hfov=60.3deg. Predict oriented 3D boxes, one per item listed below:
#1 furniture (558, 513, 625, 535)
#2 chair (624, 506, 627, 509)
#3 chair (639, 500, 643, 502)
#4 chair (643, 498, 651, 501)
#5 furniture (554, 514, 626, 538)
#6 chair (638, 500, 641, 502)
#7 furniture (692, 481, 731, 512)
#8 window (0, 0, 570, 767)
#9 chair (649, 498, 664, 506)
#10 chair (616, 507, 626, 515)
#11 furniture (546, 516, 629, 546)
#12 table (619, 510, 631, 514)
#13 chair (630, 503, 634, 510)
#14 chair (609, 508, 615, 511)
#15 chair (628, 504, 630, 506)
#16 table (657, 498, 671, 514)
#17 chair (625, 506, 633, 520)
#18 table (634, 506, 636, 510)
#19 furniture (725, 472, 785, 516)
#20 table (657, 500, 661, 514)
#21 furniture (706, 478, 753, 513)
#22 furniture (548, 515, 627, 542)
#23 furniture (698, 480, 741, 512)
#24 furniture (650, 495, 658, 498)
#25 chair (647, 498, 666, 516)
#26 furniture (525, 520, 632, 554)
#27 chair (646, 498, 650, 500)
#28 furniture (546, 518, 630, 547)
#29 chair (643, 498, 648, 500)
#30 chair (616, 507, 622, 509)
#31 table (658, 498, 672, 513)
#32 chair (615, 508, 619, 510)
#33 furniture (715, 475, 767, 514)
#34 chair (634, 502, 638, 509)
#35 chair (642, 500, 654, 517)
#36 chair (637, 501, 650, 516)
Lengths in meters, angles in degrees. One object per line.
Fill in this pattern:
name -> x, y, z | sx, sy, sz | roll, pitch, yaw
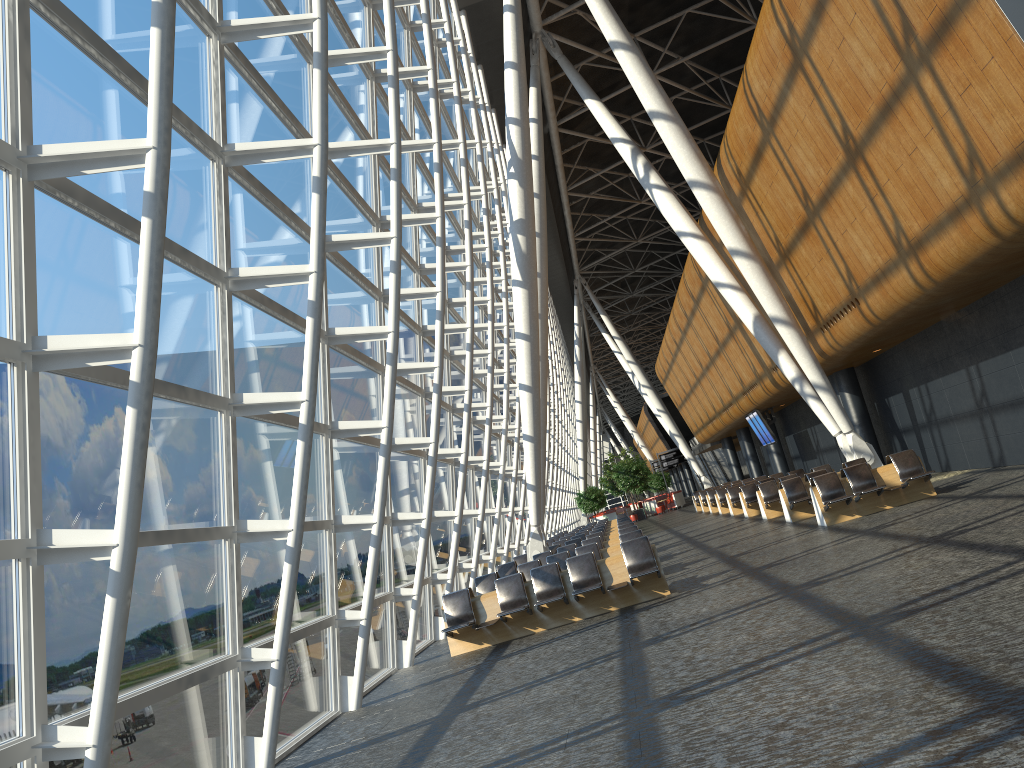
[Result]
furniture -> 3.708, 6.665, 39.673 | 3.261, 0.862, 1.671 | -18, -8, 6
chair -> 7.613, 8.816, 59.788 | 0.671, 1.003, 0.618 | -20, -6, 30
chair -> 9.503, 8.681, 62.338 | 0.634, 1.003, 0.654 | -21, -7, 40
chair -> 9.531, 8.291, 60.084 | 0.653, 1.003, 0.635 | -12, -7, -40
furniture -> 3.361, 6.265, 36.694 | 3.261, 0.862, 1.671 | -18, -8, 6
chair -> 10.208, 9.471, 68.266 | 0.619, 1.003, 0.670 | -16, -5, -10
furniture -> 9.035, 5.011, 39.330 | 1.902, 0.862, 1.671 | -17, -8, 5
window -> 5.647, 5.925, 79.597 | 3.730, 13.920, 167.411 | -17, -9, 4
chair -> 8.843, 7.425, 53.740 | 0.615, 1.003, 0.674 | -13, -7, -40
chair -> 6.563, 8.102, 53.701 | 0.632, 1.003, 0.656 | -20, -6, 30
furniture -> 2.669, 5.466, 30.736 | 3.261, 0.862, 1.671 | -18, -8, 6
table -> 6.618, 7.813, 51.288 | 0.791, 0.744, 0.814 | -14, -7, -24
chair -> 9.528, 9.528, 67.397 | 0.657, 1.003, 0.631 | -16, -5, -10
chair -> 7.742, 10.188, 68.138 | 0.615, 1.003, 0.674 | -14, -6, -30
chair -> 9.288, 10.216, 71.044 | 0.657, 1.003, 0.631 | -16, -5, -10
table -> 8.977, 7.162, 51.616 | 0.808, 0.744, 0.797 | -19, -7, 21
chair -> 6.748, 7.817, 52.345 | 0.671, 1.003, 0.618 | -20, -6, 30
table -> 9.312, 9.552, 66.357 | 0.795, 0.744, 0.810 | -16, -7, -9
furniture -> 7.650, 3.413, 27.415 | 1.902, 0.862, 1.671 | -17, -8, 5
table -> 9.148, 7.774, 55.538 | 0.808, 0.744, 0.797 | -19, -7, 21
furniture -> 8.343, 4.212, 33.373 | 1.902, 0.862, 1.671 | -17, -8, 5
furniture -> 3.015, 5.865, 33.715 | 3.261, 0.862, 1.671 | -18, -8, 6
furniture -> 8.689, 4.612, 36.351 | 1.902, 0.862, 1.671 | -17, -8, 5
furniture -> 14.965, 11.854, 90.340 | 1.902, 0.862, 1.671 | -17, -8, 5
chair -> 8.666, 7.293, 52.641 | 0.653, 1.003, 0.635 | -12, -7, -40
furniture -> 1.976, 4.666, 24.779 | 3.261, 0.862, 1.671 | -18, -8, 6
chair -> 9.708, 8.424, 61.182 | 0.615, 1.003, 0.674 | -13, -7, -40
furniture -> 2.323, 5.066, 27.757 | 3.261, 0.862, 1.671 | -18, -8, 6
chair -> 11.032, 9.598, 70.475 | 0.617, 1.003, 0.672 | -15, -5, -20
chair -> 7.428, 9.100, 61.144 | 0.632, 1.003, 0.656 | -20, -6, 30
table -> 9.273, 7.328, 53.122 | 0.808, 0.744, 0.797 | -19, -7, 21
chair -> 6.705, 8.387, 55.642 | 0.653, 1.003, 0.635 | -12, -7, -40
furniture -> 7.996, 3.812, 30.394 | 1.902, 0.862, 1.671 | -17, -8, 5
chair -> 9.369, 8.918, 63.505 | 0.673, 1.003, 0.616 | -21, -7, 40
chair -> 8.638, 7.682, 54.895 | 0.634, 1.003, 0.654 | -21, -7, 40
chair -> 8.504, 7.919, 56.063 | 0.673, 1.003, 0.616 | -21, -7, 40
